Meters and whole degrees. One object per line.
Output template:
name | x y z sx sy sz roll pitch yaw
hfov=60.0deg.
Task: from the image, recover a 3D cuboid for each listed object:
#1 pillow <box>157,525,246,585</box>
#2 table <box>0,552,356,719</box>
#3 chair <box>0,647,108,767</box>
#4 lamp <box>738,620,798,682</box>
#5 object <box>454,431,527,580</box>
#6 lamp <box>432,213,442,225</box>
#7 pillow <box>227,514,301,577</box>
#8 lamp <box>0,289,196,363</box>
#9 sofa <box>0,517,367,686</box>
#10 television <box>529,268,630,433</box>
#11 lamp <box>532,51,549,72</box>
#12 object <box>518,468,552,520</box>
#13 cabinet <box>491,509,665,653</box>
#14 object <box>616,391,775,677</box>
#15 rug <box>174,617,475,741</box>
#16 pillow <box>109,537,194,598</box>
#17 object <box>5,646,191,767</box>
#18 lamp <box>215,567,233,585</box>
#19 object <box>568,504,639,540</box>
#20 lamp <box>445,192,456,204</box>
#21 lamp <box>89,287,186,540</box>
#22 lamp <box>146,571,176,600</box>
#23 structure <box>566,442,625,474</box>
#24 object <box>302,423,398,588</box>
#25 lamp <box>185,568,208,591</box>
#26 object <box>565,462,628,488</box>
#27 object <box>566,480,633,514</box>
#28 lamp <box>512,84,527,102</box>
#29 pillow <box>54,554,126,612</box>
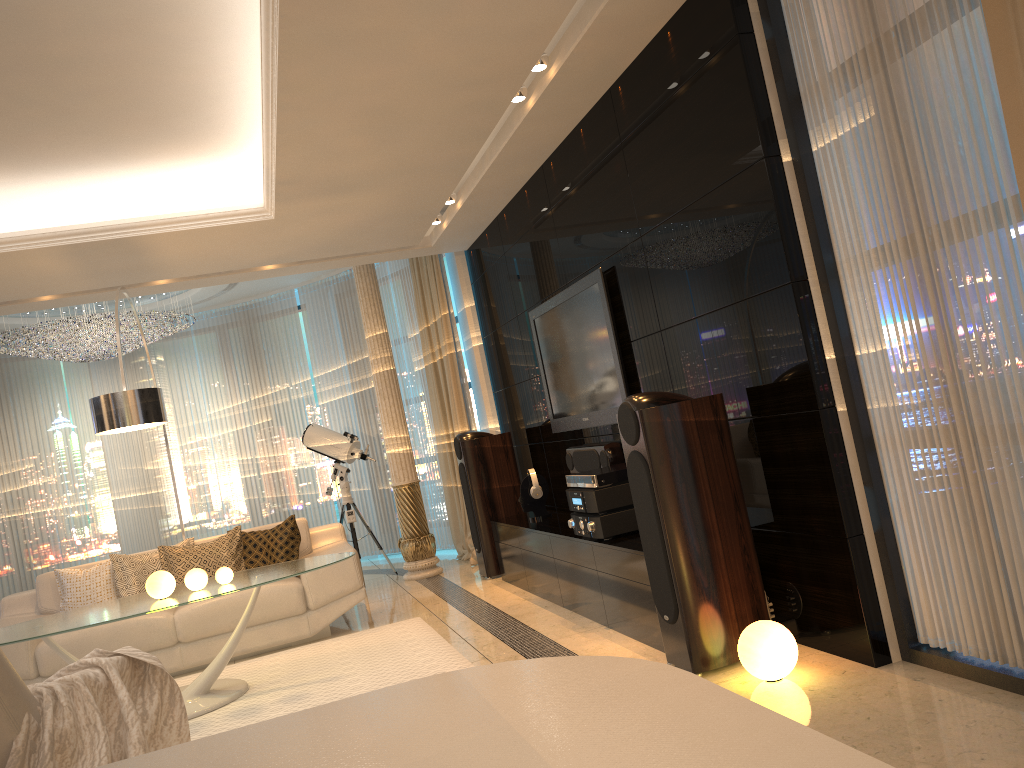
pillow | -2.075 1.226 6.000 0.575 0.436 0.301 -11 -3 -10
table | -1.825 1.401 4.614 2.140 0.565 0.999 -11 -3 -17
chair | -1.878 1.131 2.932 1.027 0.991 0.983 -11 -3 -17
lamp | 0.937 0.976 3.251 0.213 0.214 0.212 -13 -3 34
object | -0.118 0.897 6.868 0.468 1.127 0.285 -11 -3 -16
lamp | -0.568 -1.236 6.516 0.107 0.127 0.107 -10 -3 -35
pillow | -1.689 1.152 6.088 0.575 0.436 0.301 -12 -3 15
lamp | -3.952 -0.552 8.349 2.109 0.685 2.109 -13 -3 29
sofa | -2.204 1.463 5.928 2.328 0.754 1.145 -11 -3 -16
television | 0.397 -0.148 5.377 0.055 0.839 1.358 -11 -3 -16
lamp | 0.111 -1.492 4.042 0.107 0.127 0.107 -12 -3 3
object | 0.162 0.753 6.095 0.197 0.343 0.197 -14 -3 38
cabinet | 0.455 1.051 5.238 0.416 0.444 2.842 -11 -3 -16
object | 0.770 0.562 3.631 0.468 1.127 0.285 -11 -3 -16
rug | -1.740 1.685 4.598 2.900 0.020 1.661 -11 -3 -16
pillow | -2.395 1.295 5.982 0.587 0.429 0.288 -9 -4 -41
object | -1.659 1.293 3.031 1.347 0.580 0.972 -12 -3 21
lamp | -1.508 1.004 4.649 0.090 0.091 0.090 -13 -3 34
object | 0.545 0.712 4.661 0.419 0.130 0.446 -11 -3 -16
lamp | -0.434 -1.287 6.028 0.107 0.127 0.107 -10 -3 -35
lamp | -2.347 0.586 5.863 0.393 2.519 2.009 -11 -3 -16
lamp | -1.808 1.034 4.564 0.143 0.143 0.143 -10 -3 -32
structure | 0.489 0.453 5.327 0.107 0.179 0.745 -11 -3 -16
object | -1.415 1.019 7.624 0.616 1.471 0.570 -11 -3 -10
lamp | -1.641 1.017 4.611 0.115 0.115 0.115 -12 -3 9
object | 0.526 0.482 4.677 0.371 0.070 0.441 -11 -3 -16
object | 0.525 0.584 4.669 0.407 0.130 0.446 -11 -3 -16
lamp | 0.019 -1.458 4.375 0.107 0.127 0.107 -10 -3 -35
pillow | -2.763 1.364 5.844 0.463 0.380 0.222 -11 -3 -12
